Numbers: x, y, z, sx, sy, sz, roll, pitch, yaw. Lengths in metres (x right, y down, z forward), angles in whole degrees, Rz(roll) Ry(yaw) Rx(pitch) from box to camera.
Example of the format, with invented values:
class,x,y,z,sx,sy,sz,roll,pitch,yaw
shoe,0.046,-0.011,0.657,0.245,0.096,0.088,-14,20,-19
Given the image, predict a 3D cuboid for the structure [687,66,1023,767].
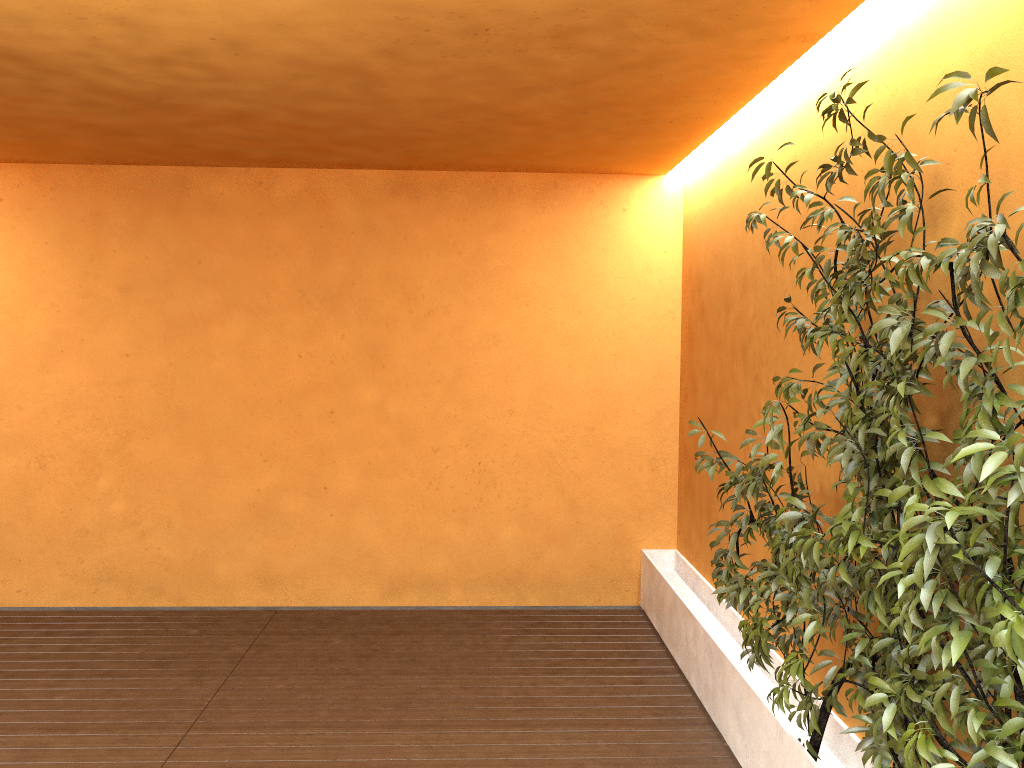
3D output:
class,x,y,z,sx,sy,sz,roll,pitch,yaw
structure,1.043,0.242,2.103,0.622,2.483,3.166,0,3,-3
